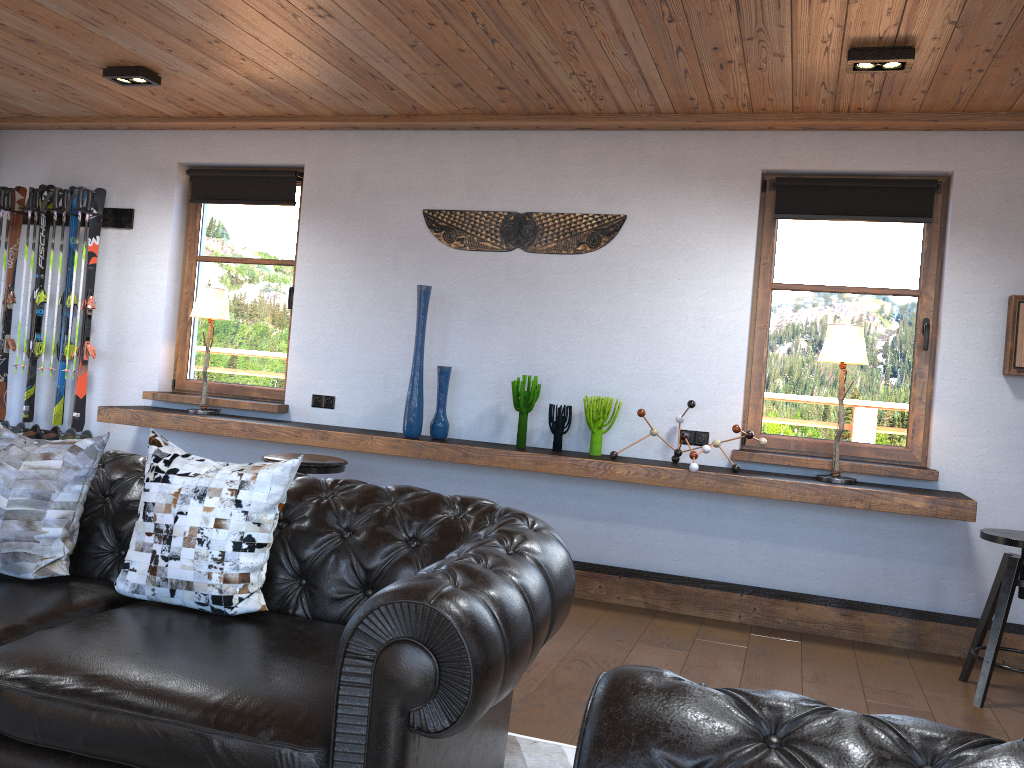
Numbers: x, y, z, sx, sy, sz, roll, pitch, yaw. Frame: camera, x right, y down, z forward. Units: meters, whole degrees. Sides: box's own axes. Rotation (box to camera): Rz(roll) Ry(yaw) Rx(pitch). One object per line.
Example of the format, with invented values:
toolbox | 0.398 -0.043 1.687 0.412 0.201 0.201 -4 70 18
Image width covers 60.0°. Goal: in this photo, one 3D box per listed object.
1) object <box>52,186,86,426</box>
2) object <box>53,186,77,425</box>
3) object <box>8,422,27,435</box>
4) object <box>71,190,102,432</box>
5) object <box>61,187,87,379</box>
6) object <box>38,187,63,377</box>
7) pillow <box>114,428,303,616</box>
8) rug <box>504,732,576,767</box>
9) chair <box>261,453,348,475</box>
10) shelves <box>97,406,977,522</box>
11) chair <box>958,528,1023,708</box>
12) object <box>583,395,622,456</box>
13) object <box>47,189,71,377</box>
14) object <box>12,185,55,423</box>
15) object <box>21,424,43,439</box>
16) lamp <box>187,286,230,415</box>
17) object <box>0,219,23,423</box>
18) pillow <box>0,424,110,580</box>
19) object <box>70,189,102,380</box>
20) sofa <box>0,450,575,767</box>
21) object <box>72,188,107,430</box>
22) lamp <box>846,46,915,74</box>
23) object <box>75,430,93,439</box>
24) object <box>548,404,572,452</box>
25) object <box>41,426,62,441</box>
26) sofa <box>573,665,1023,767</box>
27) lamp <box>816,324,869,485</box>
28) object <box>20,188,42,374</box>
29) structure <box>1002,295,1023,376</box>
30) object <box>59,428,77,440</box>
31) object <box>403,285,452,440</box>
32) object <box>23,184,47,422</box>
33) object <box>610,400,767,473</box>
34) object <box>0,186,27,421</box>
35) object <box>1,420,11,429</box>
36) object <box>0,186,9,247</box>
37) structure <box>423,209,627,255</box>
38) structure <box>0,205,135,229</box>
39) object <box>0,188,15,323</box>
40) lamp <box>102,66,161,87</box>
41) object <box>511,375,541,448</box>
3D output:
object | -2.966 -0.526 5.972 0.072 1.622 0.112 5 0 17
object | -3.034 -0.532 6.004 0.072 1.622 0.112 5 0 17
object | -3.302 0.387 5.879 0.115 0.270 0.253 5 0 23
object | -2.855 -0.486 5.891 0.094 1.606 0.116 5 0 17
object | -2.870 -0.656 5.738 0.122 1.250 0.058 5 0 -16
object | -3.067 -0.673 5.812 0.122 1.250 0.058 5 0 -26
pillow | -0.882 0.385 2.566 0.524 0.469 0.285 5 0 20
rug | -0.780 1.105 1.970 4.017 0.053 2.448 5 1 18
chair | -1.104 0.736 4.606 0.438 0.717 0.444 5 0 21
shelves | -0.922 0.245 5.289 6.600 0.989 0.616 5 0 17
chair | 2.190 1.015 3.814 0.390 0.721 0.395 5 0 17
object | 0.476 0.229 4.887 0.184 0.332 0.197 5 0 -23
object | -3.034 -0.670 5.870 0.121 1.250 0.059 5 0 -1
object | -3.218 -0.547 5.942 0.103 1.622 0.255 5 0 14
object | -3.186 0.397 5.824 0.115 0.270 0.254 5 0 37
lamp | -1.870 0.140 5.747 0.244 1.481 0.637 5 0 21
object | -3.490 -0.540 6.083 0.094 1.606 0.116 5 0 17
pillow | -1.527 0.330 2.761 0.524 0.469 0.285 5 0 20
object | -2.789 -0.650 5.809 0.122 1.250 0.058 5 0 -21
sofa | -1.110 0.678 2.573 2.550 0.838 1.247 5 0 16
object | -2.765 -0.492 5.853 0.094 1.606 0.116 5 0 17
lamp | 1.544 -1.366 3.722 0.259 0.068 0.156 5 0 17
object | -2.777 0.432 5.705 0.116 0.270 0.253 5 0 13
object | 0.258 0.245 4.937 0.130 0.260 0.123 5 0 -13
object | -3.049 0.409 5.816 0.115 0.270 0.254 5 0 33
sofa | 0.323 0.820 0.114 1.232 0.838 2.582 5 0 17
lamp | 1.655 0.443 4.659 0.245 1.481 0.634 5 0 9
object | -3.256 -0.689 5.937 0.121 1.250 0.059 5 0 -1
structure | 3.357 -0.178 4.205 1.841 1.445 0.323 5 0 17
object | -2.897 0.422 5.741 0.116 0.270 0.253 5 0 13
object | -0.458 -0.119 5.043 0.276 0.862 0.110 5 0 -27
object | -3.254 -0.551 6.039 0.072 1.622 0.112 5 0 17
object | 0.932 0.258 4.667 0.639 0.349 0.527 5 0 44
object | -3.400 -0.547 6.044 0.094 1.606 0.116 5 0 17
object | -3.422 0.377 5.899 0.115 0.270 0.253 5 0 23
object | -3.466 -0.707 5.923 0.059 1.250 0.121 5 0 0
structure | 0.032 -0.884 5.122 1.240 0.240 0.099 5 0 17
structure | -3.077 -1.152 5.963 1.044 0.135 0.321 5 0 17
object | -3.478 -0.708 6.004 0.121 1.250 0.059 5 0 -1
lamp | -2.060 -1.675 4.809 0.259 0.068 0.156 5 0 17
object | 0.066 0.155 4.946 0.159 0.410 0.145 5 0 -14
